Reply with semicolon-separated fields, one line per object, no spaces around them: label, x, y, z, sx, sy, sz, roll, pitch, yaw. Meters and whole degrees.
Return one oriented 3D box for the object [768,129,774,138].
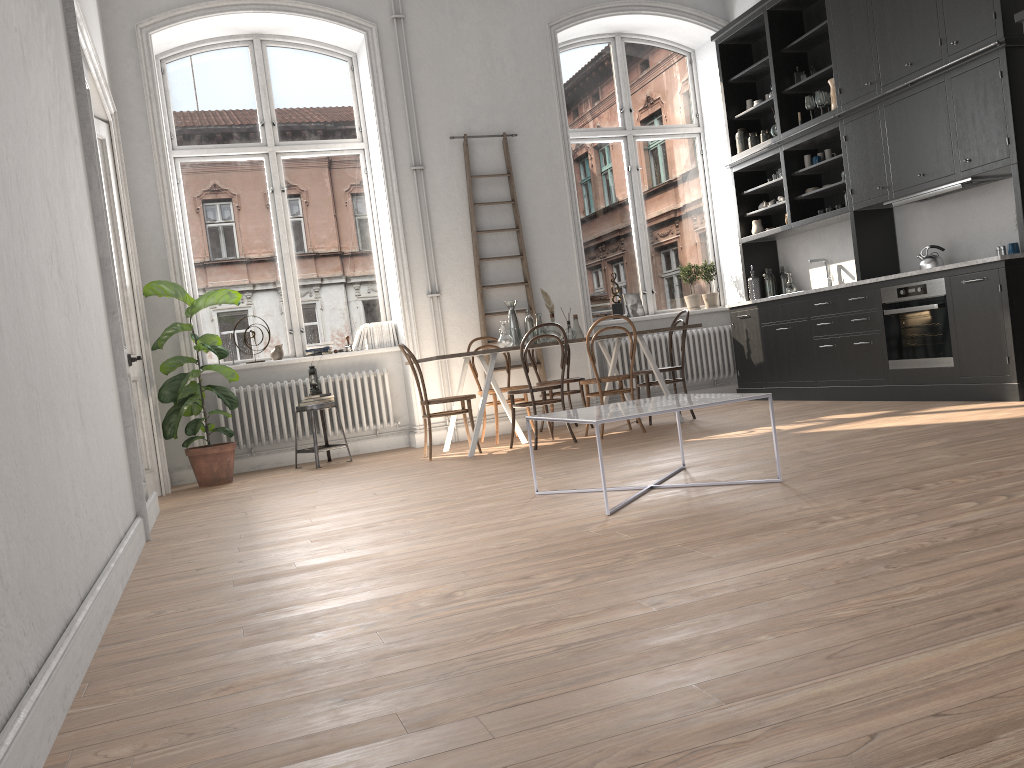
object;2.480;-2.350;8.525;0.092;0.184;0.092;-6;2;37

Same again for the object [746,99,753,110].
object;2.318;-2.692;8.638;0.059;0.135;0.082;-7;2;9

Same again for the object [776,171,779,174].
object;2.537;-1.960;8.407;0.060;0.107;0.060;-6;2;39

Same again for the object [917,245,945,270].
object;3.182;-0.962;6.739;0.171;0.186;0.171;-8;2;-8

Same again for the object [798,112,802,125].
object;2.558;-2.335;7.873;0.123;0.161;0.123;-8;2;-10

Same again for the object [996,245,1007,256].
object;3.462;-0.942;6.274;0.040;0.116;0.080;-8;2;-14

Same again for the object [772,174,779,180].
object;2.481;-1.932;8.333;0.064;0.069;0.064;-6;2;29

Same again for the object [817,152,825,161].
object;2.750;-1.989;7.912;0.082;0.135;0.059;-7;2;9

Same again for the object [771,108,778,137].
object;2.411;-2.421;8.075;0.134;0.358;0.134;-6;2;26

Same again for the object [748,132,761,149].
object;2.317;-2.318;8.482;0.114;0.155;0.114;-8;2;-15

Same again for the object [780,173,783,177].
object;2.513;-1.921;8.198;0.072;0.047;0.071;-7;2;19

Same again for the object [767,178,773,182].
object;2.462;-1.920;8.414;0.072;0.047;0.071;-7;2;19

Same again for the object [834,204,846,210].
object;2.782;-1.495;7.498;0.104;0.059;0.088;-8;2;-10

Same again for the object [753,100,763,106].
object;2.378;-2.678;8.545;0.096;0.095;0.096;-7;2;15

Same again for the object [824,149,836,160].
object;2.789;-1.990;7.777;0.059;0.135;0.082;-9;2;-36

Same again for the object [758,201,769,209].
object;2.463;-1.734;8.645;0.140;0.100;0.125;-9;2;-37

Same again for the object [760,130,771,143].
object;2.401;-2.324;8.403;0.096;0.150;0.096;-8;2;-30

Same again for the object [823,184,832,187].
object;2.808;-1.741;7.843;0.112;0.036;0.112;-7;2;24

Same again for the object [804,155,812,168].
object;2.654;-1.976;7.936;0.059;0.135;0.082;-6;2;39

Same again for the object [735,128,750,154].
object;2.247;-2.354;8.609;0.118;0.238;0.118;-9;2;-33

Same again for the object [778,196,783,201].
object;2.527;-1.736;8.343;0.039;0.055;0.049;-7;2;2

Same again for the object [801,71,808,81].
object;2.580;-2.697;7.825;0.053;0.125;0.041;-6;3;38

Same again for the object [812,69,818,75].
object;2.661;-2.705;7.785;0.044;0.121;0.058;-7;2;8

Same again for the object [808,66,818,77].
object;2.682;-2.739;7.889;0.065;0.177;0.084;-7;2;3

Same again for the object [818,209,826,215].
object;2.701;-1.490;7.695;0.088;0.059;0.104;-8;2;-30

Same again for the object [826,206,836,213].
object;2.730;-1.491;7.586;0.088;0.059;0.104;-9;2;-40

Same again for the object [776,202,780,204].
object;2.532;-1.698;8.339;0.085;0.015;0.085;-8;2;-32

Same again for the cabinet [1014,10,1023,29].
cabinet;3.705;-1.113;4.845;0.633;2.372;1.401;-8;2;-19

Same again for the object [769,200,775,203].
object;2.486;-1.738;8.486;0.055;0.047;0.058;-7;2;-4

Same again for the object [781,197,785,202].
object;2.530;-1.710;8.276;0.049;0.054;0.039;-7;2;7

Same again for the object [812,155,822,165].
object;2.690;-1.957;7.825;0.082;0.093;0.140;-6;2;36

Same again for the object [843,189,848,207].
object;2.836;-1.565;7.382;0.124;0.192;0.129;-7;2;9

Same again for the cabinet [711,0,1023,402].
cabinet;2.800;-1.675;7.266;0.634;3.584;3.251;-8;2;-19

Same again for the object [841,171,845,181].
object;2.798;-1.743;7.465;0.058;0.094;0.058;-7;2;21

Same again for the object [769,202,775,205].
object;2.488;-1.718;8.487;0.058;0.033;0.056;-9;2;-44

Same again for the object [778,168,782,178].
object;2.514;-1.953;8.267;0.060;0.107;0.060;-7;2;9

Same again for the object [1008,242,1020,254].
object;3.479;-0.930;6.159;0.140;0.093;0.082;-8;2;-29

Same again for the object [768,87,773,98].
object;2.440;-2.739;8.225;0.132;0.219;0.132;-9;3;-44

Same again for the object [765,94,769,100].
object;2.467;-2.707;8.496;0.059;0.135;0.082;-7;2;4

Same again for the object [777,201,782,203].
object;2.531;-1.705;8.338;0.085;0.016;0.085;-7;2;13

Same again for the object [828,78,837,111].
object;2.674;-2.389;7.334;0.094;0.267;0.116;-6;2;23

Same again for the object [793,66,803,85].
object;2.557;-2.735;7.911;0.084;0.199;0.065;-7;2;3

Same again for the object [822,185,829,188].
object;2.809;-1.733;7.844;0.123;0.036;0.124;-8;2;-31
